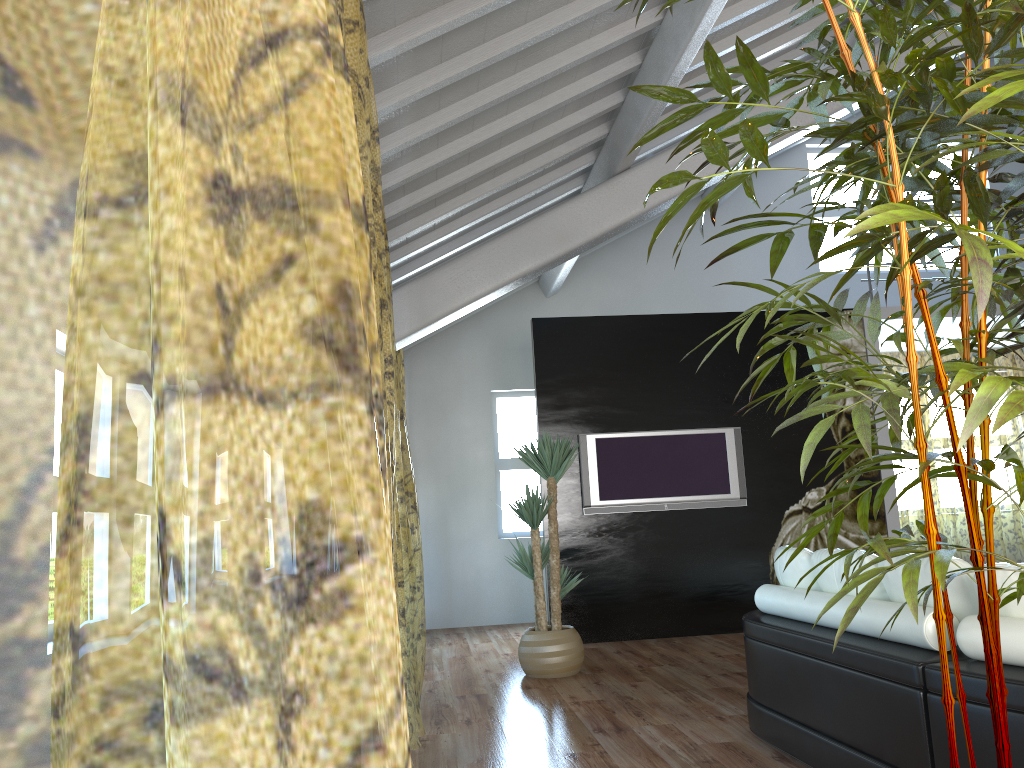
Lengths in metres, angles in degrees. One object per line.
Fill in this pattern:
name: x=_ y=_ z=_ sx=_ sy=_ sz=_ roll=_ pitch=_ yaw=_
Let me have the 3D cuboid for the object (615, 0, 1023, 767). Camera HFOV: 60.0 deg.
object: x=0.854 y=-0.078 z=1.569 sx=1.177 sy=2.473 sz=1.399 roll=-6 pitch=-9 yaw=19

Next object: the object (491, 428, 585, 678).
object: x=0.201 y=1.082 z=5.763 sx=0.588 sy=1.586 sz=0.564 roll=-8 pitch=-10 yaw=27

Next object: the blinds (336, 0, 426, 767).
blinds: x=-0.520 y=0.249 z=3.438 sx=0.306 sy=2.546 sz=3.505 roll=-2 pitch=-9 yaw=-6

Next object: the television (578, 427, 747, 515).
television: x=1.216 y=0.694 z=7.138 sx=1.336 sy=0.639 sz=0.044 roll=-2 pitch=-9 yaw=-6

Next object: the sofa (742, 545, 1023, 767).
sofa: x=1.739 y=0.920 z=2.802 sx=1.359 sy=0.805 sz=3.047 roll=1 pitch=-10 yaw=-27

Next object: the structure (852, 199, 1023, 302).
structure: x=4.744 y=-1.909 z=2.787 sx=2.536 sy=1.055 sz=10.133 roll=-2 pitch=-9 yaw=-6

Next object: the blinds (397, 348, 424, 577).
blinds: x=-0.896 y=0.840 z=7.141 sx=0.306 sy=2.546 sz=2.780 roll=-2 pitch=-9 yaw=-6

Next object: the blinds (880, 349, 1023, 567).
blinds: x=4.429 y=0.814 z=8.788 sx=2.780 sy=2.324 sz=0.306 roll=-2 pitch=-9 yaw=-6
